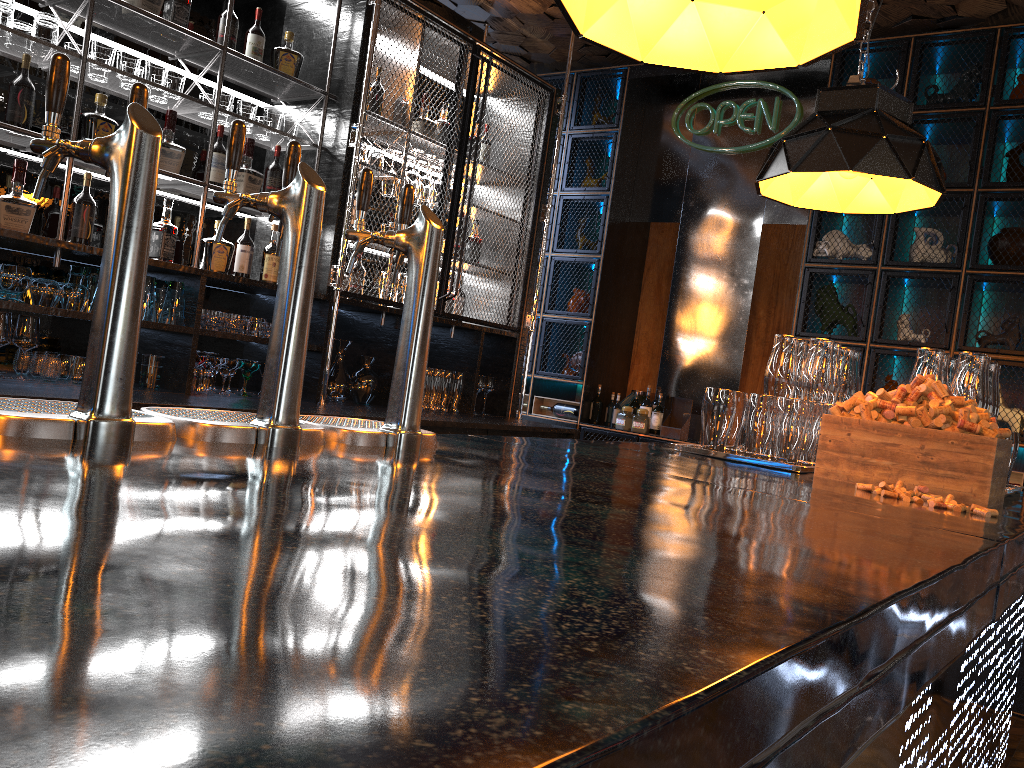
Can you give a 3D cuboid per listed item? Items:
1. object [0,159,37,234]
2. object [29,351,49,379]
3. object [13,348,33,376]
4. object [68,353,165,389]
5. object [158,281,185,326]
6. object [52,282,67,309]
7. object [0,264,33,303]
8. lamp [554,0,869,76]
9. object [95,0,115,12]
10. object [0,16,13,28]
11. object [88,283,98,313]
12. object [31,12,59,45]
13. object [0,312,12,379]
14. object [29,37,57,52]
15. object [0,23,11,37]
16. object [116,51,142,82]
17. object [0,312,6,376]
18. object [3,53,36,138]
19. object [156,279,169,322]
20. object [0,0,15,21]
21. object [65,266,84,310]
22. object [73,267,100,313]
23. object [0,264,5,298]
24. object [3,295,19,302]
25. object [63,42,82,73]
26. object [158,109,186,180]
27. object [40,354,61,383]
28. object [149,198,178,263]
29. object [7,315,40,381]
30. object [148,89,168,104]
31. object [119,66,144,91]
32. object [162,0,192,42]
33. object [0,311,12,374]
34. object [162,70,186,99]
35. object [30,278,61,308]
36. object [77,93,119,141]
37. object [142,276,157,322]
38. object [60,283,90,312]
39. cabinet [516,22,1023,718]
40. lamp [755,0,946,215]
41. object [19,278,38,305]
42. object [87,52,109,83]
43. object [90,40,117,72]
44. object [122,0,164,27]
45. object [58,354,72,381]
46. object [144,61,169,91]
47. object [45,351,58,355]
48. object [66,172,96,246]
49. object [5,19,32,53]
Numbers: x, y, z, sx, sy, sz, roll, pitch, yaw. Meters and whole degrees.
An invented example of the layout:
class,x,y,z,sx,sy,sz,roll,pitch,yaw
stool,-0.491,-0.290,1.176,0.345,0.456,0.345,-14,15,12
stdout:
class,x,y,z,sx,sy,sz,roll,pitch,yaw
object,-1.813,-0.679,3.242,0.123,0.279,0.123,7,1,-40
object,-1.762,-0.069,3.312,0.067,0.100,0.067,8,1,29
object,-1.857,-0.083,3.370,0.067,0.100,0.067,8,1,29
object,-1.583,-0.065,3.551,0.206,0.134,0.356,9,1,44
object,-1.354,-0.324,3.553,0.101,0.172,0.115,8,1,-24
object,-1.694,-0.332,3.317,0.098,0.097,0.098,8,1,-29
object,-1.747,-0.351,3.111,0.108,0.126,0.108,8,1,-19
lamp,0.492,-1.488,1.728,0.607,1.564,0.582,9,1,36
object,-1.564,-1.601,3.427,0.086,0.298,0.086,8,1,-5
object,-1.795,-1.301,3.109,0.089,0.092,0.089,8,1,26
object,-1.517,-0.345,3.332,0.115,0.172,0.101,8,1,-24
object,-1.687,-1.285,3.208,0.089,0.092,0.089,8,1,27
object,-1.799,-0.137,3.095,0.091,0.229,0.091,8,1,-26
object,-1.690,-1.265,3.208,0.089,0.092,0.089,8,1,-28
object,-1.799,-1.279,3.109,0.089,0.092,0.089,8,1,26
object,-1.507,-1.243,3.479,0.089,0.092,0.089,8,1,-1
object,-1.865,-0.148,3.193,0.091,0.229,0.091,8,1,30
object,-1.786,-1.053,3.231,0.086,0.297,0.086,8,1,-5
object,-1.444,-0.338,3.628,0.101,0.172,0.115,8,1,21
object,-1.792,-1.327,3.108,0.089,0.092,0.089,8,1,32
object,-1.710,-0.374,3.477,0.101,0.172,0.115,8,1,21
object,-1.616,-0.359,3.400,0.115,0.172,0.101,7,1,-44
object,-1.838,-0.365,3.181,0.108,0.126,0.108,8,1,31
object,-1.899,-0.361,3.340,0.098,0.097,0.098,8,1,28
object,-1.706,-1.271,3.462,0.089,0.092,0.089,8,1,-12
object,-1.433,-0.998,3.690,0.123,0.279,0.123,7,1,-40
object,-1.681,-0.057,3.235,0.067,0.100,0.067,8,1,29
object,-1.467,-0.639,3.740,0.083,0.282,0.083,8,1,21
object,-1.741,-0.130,3.171,0.091,0.229,0.091,8,1,9
object,-1.492,-1.244,3.751,0.089,0.092,0.089,8,1,11
object,-1.553,-1.251,3.617,0.089,0.092,0.089,9,1,36
object,-1.382,-1.570,3.666,0.083,0.282,0.083,9,1,36
object,-1.922,-0.157,3.313,0.091,0.229,0.091,9,1,34
object,-1.395,-1.229,3.649,0.089,0.092,0.089,8,1,-9
object,-1.672,-0.327,3.175,0.098,0.097,0.098,8,1,16
object,-1.617,-1.006,3.461,0.094,0.248,0.151,8,1,25
object,-1.426,-0.333,3.442,0.101,0.172,0.115,8,1,21
object,-1.607,-0.319,3.255,0.098,0.097,0.098,8,1,-20
cabinet,1.428,-0.296,5.694,4.416,3.514,0.691,9,1,36
lamp,1.215,-1.400,2.924,0.607,1.564,0.582,9,1,36
object,-1.752,-0.339,3.237,0.098,0.097,0.098,8,1,-16
object,-1.652,-1.264,3.546,0.089,0.092,0.089,8,1,-14
object,-1.562,-1.249,3.383,0.089,0.092,0.089,8,1,8
object,-1.466,-1.577,3.528,0.123,0.279,0.123,8,1,25
object,-1.717,-0.063,3.391,0.067,0.099,0.067,8,1,8
object,-1.426,-1.232,3.549,0.089,0.092,0.089,8,1,-1
object,-1.797,-0.075,3.446,0.067,0.099,0.067,8,1,8
object,-1.659,-0.670,3.432,0.086,0.297,0.086,8,1,-20
object,-1.815,-1.283,3.271,0.089,0.092,0.089,8,1,26
